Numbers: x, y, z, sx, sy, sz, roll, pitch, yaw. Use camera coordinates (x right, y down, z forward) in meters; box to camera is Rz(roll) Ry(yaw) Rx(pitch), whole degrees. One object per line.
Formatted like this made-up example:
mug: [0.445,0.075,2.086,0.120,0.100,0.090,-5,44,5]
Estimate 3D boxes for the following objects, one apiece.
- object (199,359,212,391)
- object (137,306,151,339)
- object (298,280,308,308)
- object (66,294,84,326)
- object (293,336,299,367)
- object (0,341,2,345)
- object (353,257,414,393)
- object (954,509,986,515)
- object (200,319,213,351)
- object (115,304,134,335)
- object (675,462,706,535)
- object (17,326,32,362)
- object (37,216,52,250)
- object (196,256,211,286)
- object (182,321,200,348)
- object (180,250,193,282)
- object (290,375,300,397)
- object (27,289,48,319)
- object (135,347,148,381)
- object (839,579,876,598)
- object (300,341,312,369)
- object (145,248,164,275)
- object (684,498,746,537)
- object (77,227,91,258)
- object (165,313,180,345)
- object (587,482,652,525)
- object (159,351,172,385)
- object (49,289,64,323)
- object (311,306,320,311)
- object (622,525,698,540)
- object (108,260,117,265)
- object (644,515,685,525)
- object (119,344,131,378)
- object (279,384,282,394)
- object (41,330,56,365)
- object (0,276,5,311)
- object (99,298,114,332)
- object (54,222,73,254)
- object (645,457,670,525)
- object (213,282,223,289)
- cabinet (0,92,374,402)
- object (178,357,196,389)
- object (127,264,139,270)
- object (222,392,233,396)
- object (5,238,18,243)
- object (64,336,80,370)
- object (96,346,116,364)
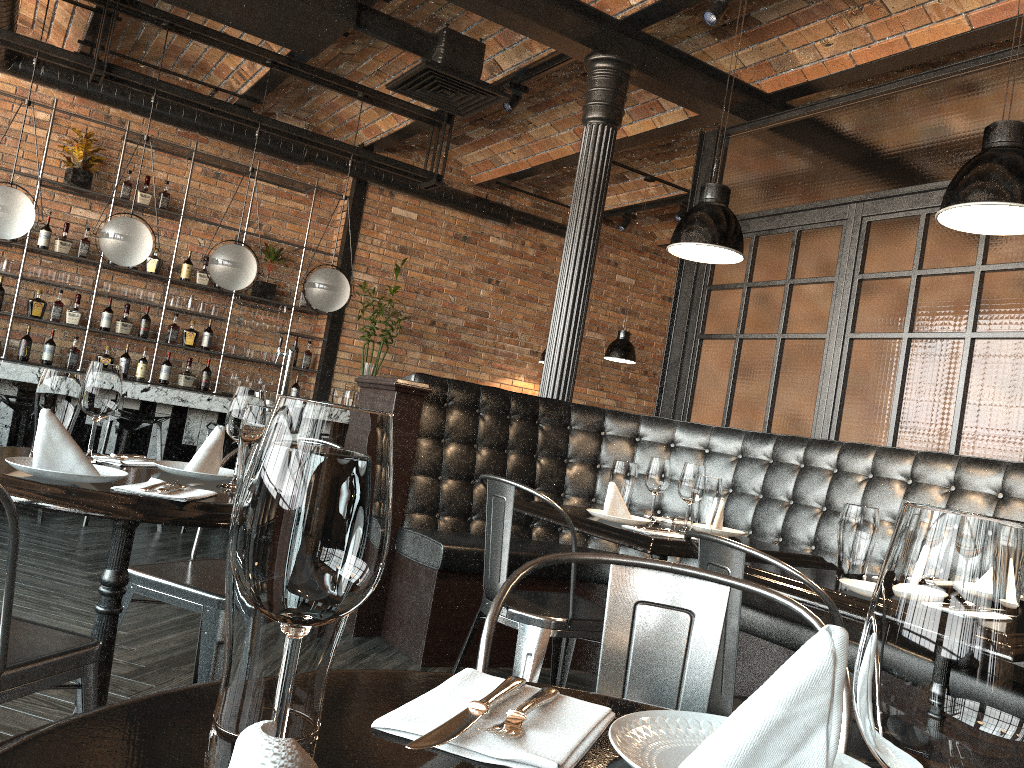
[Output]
object: [-2.810,-0.085,8.154,0.086,0.299,0.086,9,-3,18]
object: [-3.251,-0.546,7.864,0.086,0.299,0.086,9,-3,18]
object: [-2.009,-0.864,8.597,0.083,0.282,0.083,11,-3,-16]
object: [-3.717,-0.631,7.558,0.123,0.279,0.123,11,-3,-17]
object: [-2.107,-0.311,8.568,0.086,0.299,0.086,9,-3,18]
object: [-4.249,-0.370,7.249,0.123,0.279,0.123,11,-3,-17]
object: [-1.264,-0.440,8.422,0.584,1.546,0.673,9,-3,8]
object: [1.125,0.438,2.211,0.092,0.244,0.092,9,-3,20]
object: [-2.795,-0.450,8.157,0.086,0.298,0.086,9,-3,18]
object: [-3.386,-0.563,7.761,0.123,0.279,0.123,13,-4,-42]
object: [0.610,0.395,3.043,0.092,0.244,0.092,7,-4,42]
object: [-4.036,-0.338,7.365,0.086,0.297,0.086,10,-3,3]
object: [-3.909,-1.261,7.435,0.086,0.298,0.086,9,-3,18]
object: [-2.807,-1.026,8.089,0.123,0.279,0.123,11,-3,-22]
object: [-2.922,-0.451,8.063,0.151,0.248,0.094,11,-3,-22]
object: [-2.938,-1.062,8.031,0.086,0.299,0.086,9,-3,18]
object: [-2.103,0.062,8.601,0.086,0.298,0.086,9,-3,18]
object: [-3.972,-0.667,7.417,0.151,0.248,0.094,13,-4,-42]
object: [-3.274,-0.179,7.864,0.080,0.299,0.080,11,-4,-29]
object: [0.934,0.464,2.184,0.232,0.139,0.232,7,-4,44]
object: [-1.992,-0.279,8.635,0.083,0.282,0.083,11,-3,-21]
object: [-3.177,-1.085,7.877,0.151,0.248,0.094,10,-3,-2]
object: [0.777,0.501,3.373,0.232,0.139,0.232,9,-3,17]
object: [-3.653,-1.201,7.584,0.083,0.282,0.083,12,-4,-31]
object: [-3.047,-0.496,7.986,0.083,0.282,0.083,7,-4,44]
object: [0.387,0.422,3.151,0.232,0.139,0.232,9,-3,17]
object: [-3.107,-0.145,7.976,0.086,0.298,0.086,9,-3,18]
object: [-3.840,-0.658,7.498,0.083,0.282,0.083,12,-4,-31]
object: [-1.904,-0.850,8.692,0.086,0.298,0.086,8,-3,23]
object: [0.502,0.485,2.922,0.255,0.019,0.157,12,-4,-31]
object: [-3.447,-1.168,7.715,0.086,0.299,0.086,9,-3,18]
object: [0.639,0.543,3.560,0.255,0.019,0.157,12,-4,-36]
object: [-3.403,-0.205,7.800,0.086,0.298,0.086,9,-3,18]
object: [-2.202,0.048,8.525,0.083,0.282,0.083,7,-4,44]
object: [-3.902,-0.308,7.487,0.086,0.298,0.086,9,-3,18]
object: [-4.212,-0.742,7.272,0.086,0.297,0.086,9,-3,18]
object: [-3.514,-0.599,7.707,0.086,0.298,0.086,9,-3,18]
object: [-3.782,-1.226,7.489,0.123,0.279,0.123,13,-4,-42]
object: [0.537,0.397,3.315,0.092,0.244,0.092,11,-3,-14]
object: [-2.687,-1.011,8.182,0.086,0.297,0.086,9,-3,18]
cabinet: [-4.622,-1.251,6.949,7.075,3.779,0.564,12,-4,-31]
object: [-2.945,-0.103,8.051,0.123,0.279,0.123,13,-4,-42]
object: [-3.323,-1.140,7.823,0.086,0.298,0.086,9,-3,18]
object: [-2.483,0.122,8.294,0.437,0.019,0.273,12,-4,-31]
object: [-4.109,-1.301,7.319,0.086,0.298,0.086,9,-3,18]
object: [-3.746,-0.268,7.574,0.083,0.282,0.083,7,-4,44]
object: [-3.530,-0.206,7.707,0.151,0.248,0.094,11,-3,-22]
